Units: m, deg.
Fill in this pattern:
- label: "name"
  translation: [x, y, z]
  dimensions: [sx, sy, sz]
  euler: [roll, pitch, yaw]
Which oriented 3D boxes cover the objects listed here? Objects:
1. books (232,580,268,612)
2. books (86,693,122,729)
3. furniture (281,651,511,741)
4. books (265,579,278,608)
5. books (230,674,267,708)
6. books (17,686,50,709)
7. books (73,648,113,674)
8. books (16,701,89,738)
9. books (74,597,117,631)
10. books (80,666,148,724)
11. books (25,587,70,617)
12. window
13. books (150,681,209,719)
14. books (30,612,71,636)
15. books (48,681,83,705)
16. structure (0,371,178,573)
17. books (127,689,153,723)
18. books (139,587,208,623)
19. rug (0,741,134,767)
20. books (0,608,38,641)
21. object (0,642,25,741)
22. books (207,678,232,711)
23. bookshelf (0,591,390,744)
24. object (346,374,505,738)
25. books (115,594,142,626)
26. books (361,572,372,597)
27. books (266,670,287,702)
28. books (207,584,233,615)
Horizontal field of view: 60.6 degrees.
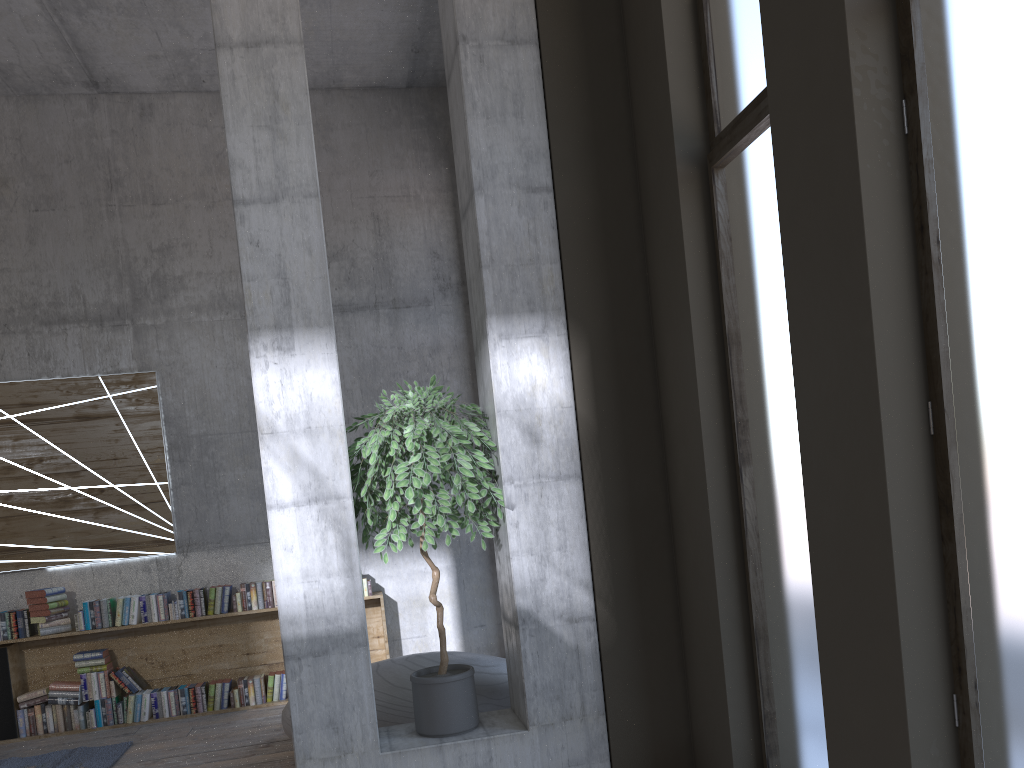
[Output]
- label: "books"
  translation: [-2.164, 1.755, 7.263]
  dimensions: [0.277, 0.220, 0.210]
  euler: [-5, -2, -12]
- label: "books"
  translation: [-3.281, 2.628, 7.057]
  dimensions: [0.226, 0.220, 0.216]
  euler: [-5, -2, -11]
- label: "furniture"
  translation: [-0.675, 2.134, 5.944]
  dimensions: [1.640, 0.810, 1.790]
  euler: [-8, -6, 27]
- label: "books"
  translation: [-1.948, 1.733, 7.277]
  dimensions: [0.155, 0.220, 0.190]
  euler: [-6, -2, -11]
- label: "books"
  translation: [-2.186, 2.546, 7.272]
  dimensions: [0.277, 0.220, 0.210]
  euler: [-5, -2, -12]
- label: "books"
  translation: [-3.778, 2.491, 6.978]
  dimensions: [0.234, 0.140, 0.193]
  euler: [-5, -4, -9]
- label: "books"
  translation: [-3.370, 2.232, 7.060]
  dimensions: [0.238, 0.161, 0.190]
  euler: [-5, -3, -11]
- label: "books"
  translation: [-3.658, 2.656, 7.020]
  dimensions: [0.493, 0.238, 0.243]
  euler: [-5, -3, -10]
- label: "books"
  translation: [-3.337, 1.844, 7.033]
  dimensions: [0.277, 0.220, 0.210]
  euler: [-5, -2, -12]
- label: "books"
  translation: [-3.200, 2.517, 7.081]
  dimensions: [0.450, 0.449, 0.215]
  euler: [-5, 0, -10]
- label: "books"
  translation: [-3.676, 1.723, 6.940]
  dimensions: [0.190, 0.210, 0.246]
  euler: [-6, -3, 11]
- label: "window"
  translation: [1.097, -0.329, 3.179]
  dimensions: [0.209, 4.153, 9.280]
  euler: [-6, -5, -13]
- label: "books"
  translation: [-2.709, 2.589, 7.178]
  dimensions: [0.416, 0.220, 0.206]
  euler: [-5, -2, -10]
- label: "books"
  translation: [-3.648, 1.901, 6.954]
  dimensions: [0.223, 0.150, 0.283]
  euler: [-9, -6, 37]
- label: "books"
  translation: [-3.535, 2.454, 6.961]
  dimensions: [0.243, 0.192, 0.155]
  euler: [-5, -1, -11]
- label: "structure"
  translation: [-4.507, 0.770, 6.834]
  dimensions: [3.403, 1.538, 0.359]
  euler: [-5, 1, -10]
- label: "books"
  translation: [-3.007, 2.605, 7.096]
  dimensions: [0.199, 0.228, 0.190]
  euler: [-6, -2, -11]
- label: "books"
  translation: [-2.753, 1.803, 7.152]
  dimensions: [0.488, 0.220, 0.216]
  euler: [-5, -2, -10]
- label: "rug"
  translation: [-3.085, 2.476, 4.897]
  dimensions: [1.159, 0.049, 2.941]
  euler: [-5, -7, -11]
- label: "books"
  translation: [-4.051, 1.911, 6.916]
  dimensions: [0.488, 0.220, 0.216]
  euler: [-5, -2, -10]
- label: "object"
  translation: [-4.014, 2.460, 6.982]
  dimensions: [0.152, 0.760, 0.273]
  euler: [-6, 1, -11]
- label: "books"
  translation: [-2.414, 2.564, 7.240]
  dimensions: [0.199, 0.228, 0.190]
  euler: [-6, -2, -11]
- label: "bookshelf"
  translation: [-3.670, 2.396, 7.032]
  dimensions: [5.308, 0.806, 0.303]
  euler: [-5, 1, -10]
- label: "object"
  translation: [-0.408, 0.893, 4.632]
  dimensions: [0.992, 1.864, 0.975]
  euler: [-6, 0, -45]
- label: "books"
  translation: [-3.086, 1.823, 7.069]
  dimensions: [0.199, 0.228, 0.190]
  euler: [-6, -2, -11]
- label: "books"
  translation: [-1.326, 1.691, 7.391]
  dimensions: [0.276, 0.221, 0.171]
  euler: [-5, -1, -9]
- label: "books"
  translation: [-1.963, 2.531, 7.355]
  dimensions: [0.199, 0.228, 0.190]
  euler: [-6, -2, -11]
- label: "books"
  translation: [-2.407, 1.775, 7.229]
  dimensions: [0.199, 0.228, 0.190]
  euler: [-6, -2, -11]
